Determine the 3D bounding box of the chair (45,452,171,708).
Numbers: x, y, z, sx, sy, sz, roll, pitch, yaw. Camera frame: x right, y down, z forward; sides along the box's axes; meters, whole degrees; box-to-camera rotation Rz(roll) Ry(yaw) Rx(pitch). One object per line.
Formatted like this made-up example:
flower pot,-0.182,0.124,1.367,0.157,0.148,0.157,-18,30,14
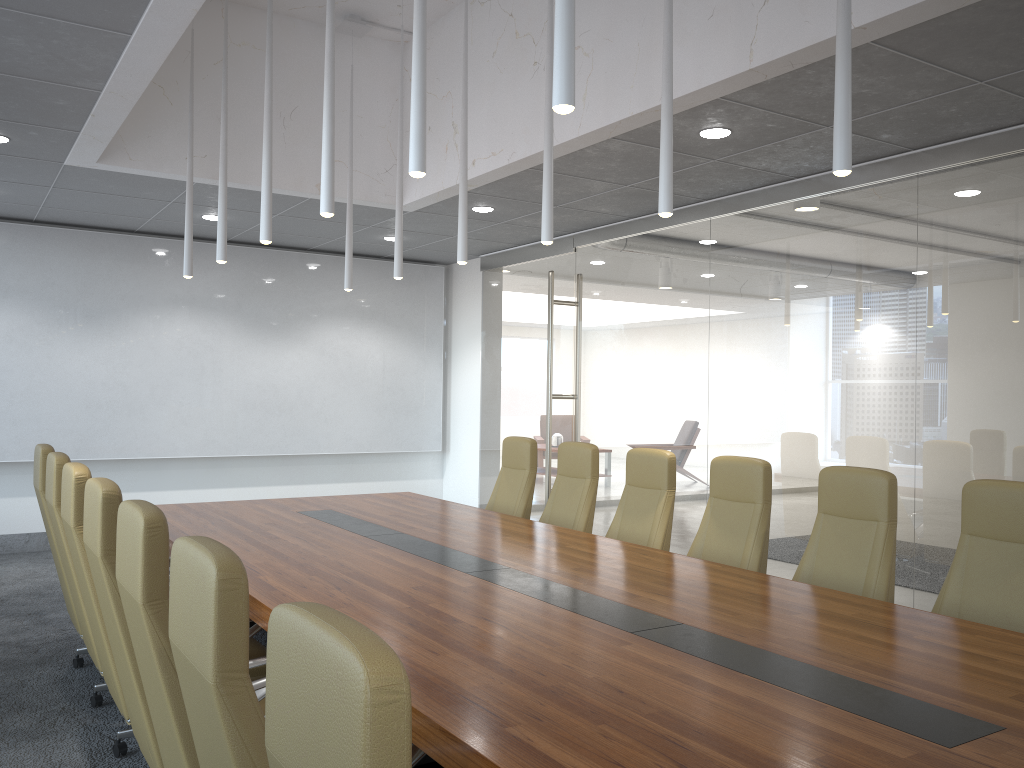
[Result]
chair,-2.072,1.078,4.973,0.955,1.406,0.711,1,-1,-33

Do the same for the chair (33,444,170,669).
chair,-2.501,1.079,5.644,0.955,1.406,0.711,1,-1,-33

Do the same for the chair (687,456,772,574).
chair,0.980,1.125,5.030,0.955,1.406,0.711,1,-1,-33

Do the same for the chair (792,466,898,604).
chair,1.411,1.125,4.356,0.955,1.406,0.711,1,-1,-33

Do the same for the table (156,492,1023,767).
table,-0.122,1.356,4.319,2.300,0.895,6.500,1,-1,-33

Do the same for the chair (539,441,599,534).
chair,0.117,1.127,6.382,0.955,1.406,0.711,1,-1,-33

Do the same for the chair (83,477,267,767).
chair,-1.216,1.077,3.633,0.955,1.406,0.711,1,-1,-33

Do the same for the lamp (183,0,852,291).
lamp,-0.071,-2.004,4.355,2.619,2.378,7.258,1,-1,-33

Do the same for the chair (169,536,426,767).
chair,-0.347,1.075,2.273,0.955,1.406,0.711,1,-1,-33

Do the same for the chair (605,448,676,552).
chair,0.552,1.126,5.700,0.955,1.406,0.711,1,-1,-33

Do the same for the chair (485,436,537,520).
chair,-0.314,1.128,7.056,0.955,1.406,0.711,1,-1,-33

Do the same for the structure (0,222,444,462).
structure,-0.051,-0.404,4.371,6.600,2.466,13.989,1,-1,-33

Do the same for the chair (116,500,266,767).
chair,-0.783,1.076,2.955,0.955,1.406,0.711,1,-1,-33

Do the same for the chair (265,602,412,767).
chair,0.075,1.074,1.612,0.955,1.406,0.711,1,-1,-33

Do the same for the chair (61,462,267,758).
chair,-1.654,1.077,4.319,0.955,1.406,0.711,1,-1,-33

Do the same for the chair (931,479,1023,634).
chair,1.839,1.124,3.685,0.955,1.406,0.711,1,-1,-33
